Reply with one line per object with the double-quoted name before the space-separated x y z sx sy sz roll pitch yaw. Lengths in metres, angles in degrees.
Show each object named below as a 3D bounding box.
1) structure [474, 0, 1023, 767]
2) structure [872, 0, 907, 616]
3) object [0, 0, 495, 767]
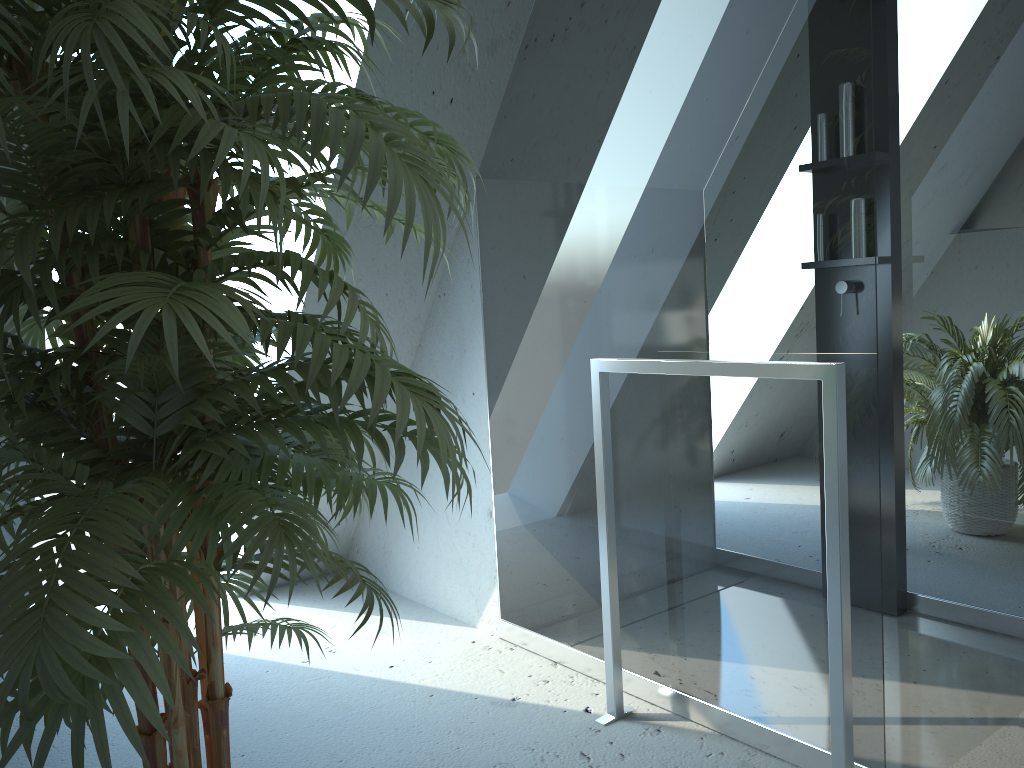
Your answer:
"structure" 0.802 -0.295 2.119 1.184 2.114 1.835 -7 6 -38
"structure" 0.834 -0.265 2.530 0.612 1.978 0.250 -7 6 -38
"object" -0.500 -0.101 1.200 1.020 2.034 0.980 -2 5 11
